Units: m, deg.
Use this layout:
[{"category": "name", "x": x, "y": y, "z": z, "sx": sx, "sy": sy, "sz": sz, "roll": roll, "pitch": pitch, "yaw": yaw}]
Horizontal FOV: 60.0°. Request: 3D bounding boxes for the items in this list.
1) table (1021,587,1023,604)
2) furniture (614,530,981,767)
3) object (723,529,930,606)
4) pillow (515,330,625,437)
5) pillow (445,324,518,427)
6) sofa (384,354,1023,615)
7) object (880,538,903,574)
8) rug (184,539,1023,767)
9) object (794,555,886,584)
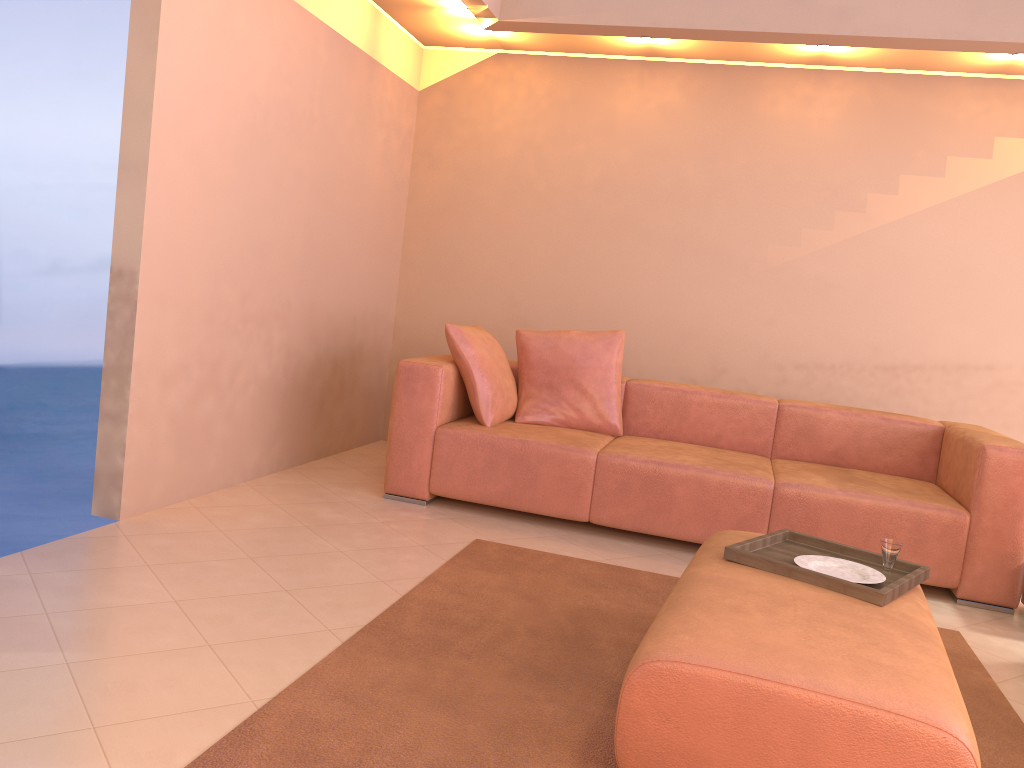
[{"category": "table", "x": 2.491, "y": 0.856, "z": 3.321, "sx": 0.918, "sy": 0.268, "sz": 0.412, "roll": 8, "pitch": 6, "yaw": 14}, {"category": "furniture", "x": 0.741, "y": 0.674, "z": 2.297, "sx": 0.685, "sy": 0.301, "sz": 1.291, "roll": 9, "pitch": 6, "yaw": 19}, {"category": "object", "x": 0.892, "y": 0.505, "z": 2.504, "sx": 0.436, "sy": 0.034, "sz": 0.421, "roll": 11, "pitch": 7, "yaw": 39}, {"category": "pillow", "x": 0.289, "y": -0.040, "z": 4.515, "sx": 0.582, "sy": 0.528, "sz": 0.302, "roll": 7, "pitch": 5, "yaw": -2}, {"category": "pillow", "x": -0.133, "y": -0.042, "z": 4.430, "sx": 0.335, "sy": 0.486, "sz": 0.554, "roll": 8, "pitch": 5, "yaw": 11}, {"category": "sofa", "x": 0.850, "y": 0.365, "z": 4.245, "sx": 2.781, "sy": 0.672, "sz": 0.943, "roll": 8, "pitch": 6, "yaw": 14}, {"category": "object", "x": 1.075, "y": 0.493, "z": 2.525, "sx": 0.061, "sy": 0.091, "sz": 0.061, "roll": 7, "pitch": 5, "yaw": -1}, {"category": "rug", "x": 0.400, "y": 0.847, "z": 2.157, "sx": 1.833, "sy": 0.005, "sz": 2.626, "roll": 8, "pitch": 6, "yaw": 14}, {"category": "object", "x": 0.898, "y": 0.516, "z": 2.438, "sx": 0.240, "sy": 0.018, "sz": 0.240, "roll": 5, "pitch": 6, "yaw": -22}]
